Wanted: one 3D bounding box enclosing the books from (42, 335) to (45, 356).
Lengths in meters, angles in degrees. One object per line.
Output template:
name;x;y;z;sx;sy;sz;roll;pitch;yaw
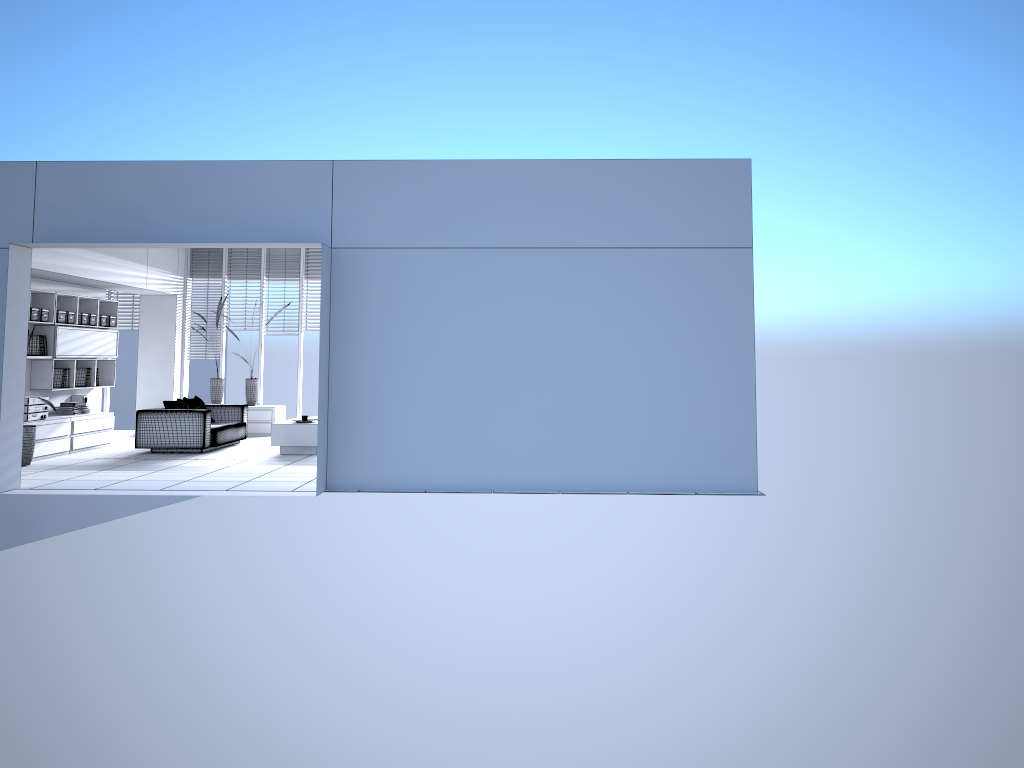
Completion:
books;-5.982;-0.483;11.081;0.207;0.260;0.072;0;-4;2

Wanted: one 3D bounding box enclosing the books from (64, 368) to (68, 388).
books;-5.964;-0.077;11.621;0.207;0.261;0.050;0;-5;2

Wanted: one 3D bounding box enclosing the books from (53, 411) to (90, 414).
books;-5.863;0.380;11.723;0.285;0.008;0.414;0;2;3

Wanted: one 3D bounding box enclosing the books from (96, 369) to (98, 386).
books;-5.947;-0.096;12.425;0.207;0.262;0.074;0;-4;2

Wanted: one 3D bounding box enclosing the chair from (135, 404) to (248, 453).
chair;-4.211;0.576;11.818;0.960;0.555;1.643;0;1;2

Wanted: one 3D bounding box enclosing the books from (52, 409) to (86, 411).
books;-5.856;0.340;11.710;0.285;0.008;0.414;0;2;3

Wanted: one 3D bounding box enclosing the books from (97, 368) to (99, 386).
books;-5.945;-0.097;12.457;0.207;0.262;0.074;0;-4;2

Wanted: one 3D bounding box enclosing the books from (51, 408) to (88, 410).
books;-5.863;0.330;11.694;0.285;0.008;0.414;0;2;3

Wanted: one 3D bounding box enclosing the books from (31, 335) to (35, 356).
books;-5.991;-0.479;10.850;0.207;0.261;0.050;0;-5;2

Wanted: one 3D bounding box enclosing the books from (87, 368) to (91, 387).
books;-5.946;-0.093;12.225;0.207;0.261;0.050;0;-5;2

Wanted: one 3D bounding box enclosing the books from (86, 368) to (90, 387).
books;-5.945;-0.091;12.158;0.207;0.262;0.074;0;-4;1

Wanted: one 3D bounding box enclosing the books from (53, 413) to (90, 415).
books;-5.855;0.399;11.732;0.285;0.008;0.414;0;2;3

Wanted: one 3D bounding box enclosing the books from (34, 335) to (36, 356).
books;-5.997;-0.480;10.902;0.207;0.261;0.050;0;-5;2

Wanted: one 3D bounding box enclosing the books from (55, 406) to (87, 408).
books;-5.861;0.301;11.696;0.285;0.008;0.414;0;2;3

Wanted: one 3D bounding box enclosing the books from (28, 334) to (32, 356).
books;-5.998;-0.477;10.798;0.207;0.261;0.050;0;-5;2

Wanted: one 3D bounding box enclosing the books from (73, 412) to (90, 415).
books;-5.855;0.390;11.740;0.285;0.008;0.414;0;2;3

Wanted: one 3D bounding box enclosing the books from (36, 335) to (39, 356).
books;-5.992;-0.481;10.953;0.207;0.261;0.050;0;-5;2

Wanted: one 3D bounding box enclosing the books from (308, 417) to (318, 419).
books;-2.606;0.454;11.796;0.285;0.008;0.414;0;2;3

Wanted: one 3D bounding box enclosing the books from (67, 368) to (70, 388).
books;-5.963;-0.079;11.673;0.207;0.261;0.050;0;-5;2

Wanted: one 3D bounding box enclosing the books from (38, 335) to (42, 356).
books;-5.989;-0.483;11.018;0.207;0.262;0.074;0;-4;2

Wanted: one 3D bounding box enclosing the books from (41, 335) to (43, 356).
books;-5.987;-0.484;11.049;0.207;0.262;0.074;0;-4;2

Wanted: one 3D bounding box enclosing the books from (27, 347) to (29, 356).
books;-6.000;-0.476;10.746;0.207;0.261;0.050;0;-5;2

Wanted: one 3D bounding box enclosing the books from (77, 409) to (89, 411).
books;-5.856;0.349;11.703;0.285;0.008;0.414;0;2;3

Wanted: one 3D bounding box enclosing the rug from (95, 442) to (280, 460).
rug;-4.039;0.862;11.583;1.798;0.001;2.224;0;2;2

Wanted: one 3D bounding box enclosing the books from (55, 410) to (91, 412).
books;-5.852;0.361;11.742;0.285;0.008;0.414;0;2;3

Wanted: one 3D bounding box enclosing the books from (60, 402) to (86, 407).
books;-5.827;0.271;11.707;0.207;0.050;0.257;0;1;7

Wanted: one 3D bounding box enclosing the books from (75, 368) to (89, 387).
books;-5.945;-0.091;12.126;0.207;0.262;0.074;0;-4;2

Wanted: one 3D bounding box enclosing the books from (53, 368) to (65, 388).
books;-5.964;-0.075;11.523;0.207;0.262;0.074;0;-4;2

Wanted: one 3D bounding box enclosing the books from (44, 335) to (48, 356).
books;-5.971;-0.486;11.126;0.207;0.260;0.072;0;-4;1

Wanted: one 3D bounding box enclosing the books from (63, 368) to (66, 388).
books;-5.963;-0.076;11.554;0.207;0.262;0.074;0;-4;1

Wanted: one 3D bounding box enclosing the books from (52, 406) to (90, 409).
books;-5.853;0.311;11.713;0.285;0.008;0.414;0;2;3

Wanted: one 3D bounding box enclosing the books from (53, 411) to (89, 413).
books;-5.852;0.370;11.735;0.285;0.008;0.414;0;2;3
